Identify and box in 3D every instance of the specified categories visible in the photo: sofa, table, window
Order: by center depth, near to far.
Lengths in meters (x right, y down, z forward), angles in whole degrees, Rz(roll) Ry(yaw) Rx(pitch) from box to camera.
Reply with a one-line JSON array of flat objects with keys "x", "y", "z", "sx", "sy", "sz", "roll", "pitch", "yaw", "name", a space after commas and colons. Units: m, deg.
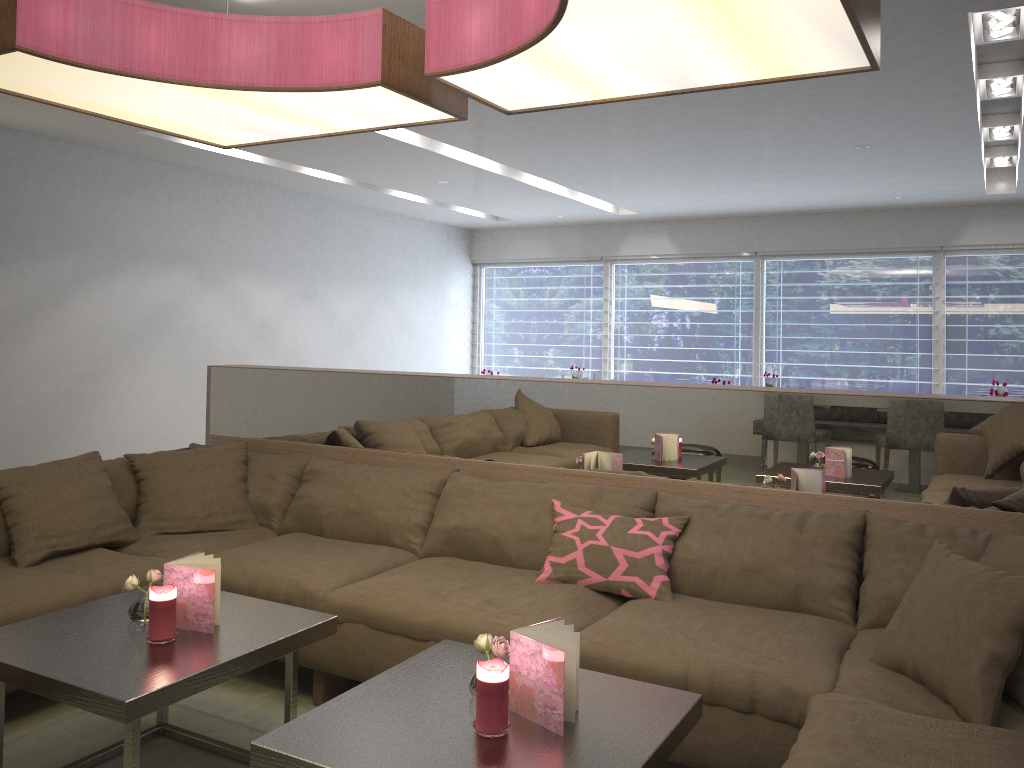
[{"x": -0.042, "y": 0.869, "z": 1.757, "sx": 0.658, "sy": 0.412, "sz": 0.657, "roll": 2, "pitch": 2, "yaw": 29, "name": "table"}, {"x": -0.591, "y": 0.724, "z": 1.848, "sx": 3.768, "sy": 0.676, "sz": 3.179, "roll": 3, "pitch": 3, "yaw": 29, "name": "sofa"}, {"x": -0.918, "y": 0.827, "z": 2.242, "sx": 0.658, "sy": 0.412, "sz": 0.657, "roll": 2, "pitch": 2, "yaw": 29, "name": "table"}, {"x": 2.649, "y": -0.376, "z": 9.494, "sx": 7.106, "sy": 2.075, "sz": 0.158, "roll": 3, "pitch": -1, "yaw": 29, "name": "window"}]

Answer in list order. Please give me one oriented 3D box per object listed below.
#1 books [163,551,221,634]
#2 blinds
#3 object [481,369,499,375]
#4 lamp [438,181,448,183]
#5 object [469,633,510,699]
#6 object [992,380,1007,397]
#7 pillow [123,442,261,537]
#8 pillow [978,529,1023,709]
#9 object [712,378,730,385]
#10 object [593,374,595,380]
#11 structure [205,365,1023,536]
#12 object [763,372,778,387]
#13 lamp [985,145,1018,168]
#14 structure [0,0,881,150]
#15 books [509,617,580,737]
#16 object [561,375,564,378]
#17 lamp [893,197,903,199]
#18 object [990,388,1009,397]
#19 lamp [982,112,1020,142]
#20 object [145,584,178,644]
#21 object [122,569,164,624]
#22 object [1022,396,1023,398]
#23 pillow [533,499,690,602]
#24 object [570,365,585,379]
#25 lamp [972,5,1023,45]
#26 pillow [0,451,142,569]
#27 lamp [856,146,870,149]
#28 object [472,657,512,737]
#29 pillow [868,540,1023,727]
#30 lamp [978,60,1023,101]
[{"x": -0.825, "y": 0.545, "z": 2.277, "sx": 0.143, "sy": 0.164, "sz": 0.258, "roll": 1, "pitch": 2, "yaw": -7, "name": "books"}, {"x": 2.590, "y": -0.399, "z": 9.408, "sx": 7.101, "sy": 2.046, "sz": 0.045, "roll": 3, "pitch": -1, "yaw": 29, "name": "blinds"}, {"x": -0.180, "y": 0.018, "z": 7.029, "sx": 0.104, "sy": 0.277, "sz": 0.154, "roll": 1, "pitch": -1, "yaw": 26, "name": "object"}, {"x": -0.598, "y": -1.749, "z": 7.656, "sx": 0.089, "sy": 0.007, "sz": 0.089, "roll": 0, "pitch": 3, "yaw": -16, "name": "lamp"}, {"x": -0.045, "y": 0.592, "z": 1.864, "sx": 0.091, "sy": 0.132, "sz": 0.102, "roll": 1, "pitch": 0, "yaw": -6, "name": "object"}, {"x": 3.661, "y": 0.108, "z": 6.636, "sx": 0.104, "sy": 0.277, "sz": 0.154, "roll": 1, "pitch": -1, "yaw": 26, "name": "object"}, {"x": -1.258, "y": 0.423, "z": 3.493, "sx": 0.502, "sy": 0.357, "sz": 0.297, "roll": 0, "pitch": 1, "yaw": -29, "name": "pillow"}, {"x": 1.211, "y": 0.533, "z": 2.123, "sx": 0.291, "sy": 0.394, "sz": 0.526, "roll": 1, "pitch": 1, "yaw": -2, "name": "pillow"}, {"x": 1.445, "y": 0.095, "z": 6.129, "sx": 0.104, "sy": 0.277, "sz": 0.154, "roll": 1, "pitch": -1, "yaw": 26, "name": "object"}, {"x": 0.776, "y": 0.002, "z": 8.380, "sx": 0.052, "sy": 0.201, "sz": 0.052, "roll": 1, "pitch": -1, "yaw": -7, "name": "object"}, {"x": 0.254, "y": 0.491, "z": 3.349, "sx": 3.775, "sy": 1.009, "sz": 0.223, "roll": 3, "pitch": 0, "yaw": 29, "name": "structure"}, {"x": 2.180, "y": 0.037, "z": 7.456, "sx": 0.104, "sy": 0.277, "sz": 0.154, "roll": 1, "pitch": -1, "yaw": 26, "name": "object"}, {"x": 3.997, "y": -1.848, "z": 7.225, "sx": 0.227, "sy": 0.101, "sz": 0.488, "roll": 2, "pitch": 3, "yaw": 29, "name": "lamp"}, {"x": -0.668, "y": -1.148, "z": 1.885, "sx": 2.443, "sy": 0.619, "sz": 2.446, "roll": 3, "pitch": 3, "yaw": 29, "name": "structure"}, {"x": 0.100, "y": 0.588, "z": 1.786, "sx": 0.143, "sy": 0.165, "sz": 0.157, "roll": 1, "pitch": 1, "yaw": -41, "name": "books"}, {"x": 0.450, "y": 0.022, "z": 7.897, "sx": 0.052, "sy": 0.201, "sz": 0.052, "roll": 1, "pitch": -1, "yaw": -7, "name": "object"}, {"x": 3.515, "y": -1.696, "z": 8.049, "sx": 0.089, "sy": 0.007, "sz": 0.089, "roll": 0, "pitch": 3, "yaw": -16, "name": "lamp"}, {"x": 2.925, "y": 0.165, "z": 5.309, "sx": 0.104, "sy": 0.277, "sz": 0.154, "roll": 1, "pitch": -1, "yaw": 26, "name": "object"}, {"x": 3.458, "y": -1.805, "z": 6.252, "sx": 0.227, "sy": 0.101, "sz": 0.488, "roll": 2, "pitch": 3, "yaw": 29, "name": "lamp"}, {"x": -0.857, "y": 0.562, "z": 2.169, "sx": 0.075, "sy": 0.128, "sz": 0.075, "roll": 1, "pitch": 0, "yaw": 1, "name": "object"}, {"x": -0.959, "y": 0.553, "z": 2.315, "sx": 0.100, "sy": 0.129, "sz": 0.095, "roll": 1, "pitch": 0, "yaw": 12, "name": "object"}, {"x": 4.025, "y": 0.167, "z": 6.926, "sx": 0.053, "sy": 0.139, "sz": 0.053, "roll": 1, "pitch": -1, "yaw": -19, "name": "object"}, {"x": 0.308, "y": 0.519, "z": 2.758, "sx": 0.464, "sy": 0.253, "sz": 0.180, "roll": 2, "pitch": 0, "yaw": 25, "name": "pillow"}, {"x": 0.610, "y": -0.037, "z": 8.326, "sx": 0.104, "sy": 0.277, "sz": 0.154, "roll": 1, "pitch": -1, "yaw": 26, "name": "object"}, {"x": 2.294, "y": -1.714, "z": 4.150, "sx": 0.227, "sy": 0.101, "sz": 0.488, "roll": 2, "pitch": 3, "yaw": 29, "name": "lamp"}, {"x": -1.589, "y": 0.435, "z": 3.121, "sx": 0.312, "sy": 0.339, "sz": 0.494, "roll": 1, "pitch": 2, "yaw": 23, "name": "pillow"}, {"x": 2.383, "y": -1.607, "z": 6.005, "sx": 0.089, "sy": 0.007, "sz": 0.089, "roll": 0, "pitch": 3, "yaw": -16, "name": "lamp"}, {"x": -0.038, "y": 0.602, "z": 1.703, "sx": 0.075, "sy": 0.128, "sz": 0.075, "roll": 1, "pitch": 0, "yaw": 1, "name": "object"}, {"x": 1.026, "y": 0.564, "z": 2.020, "sx": 0.235, "sy": 0.323, "sz": 0.380, "roll": 1, "pitch": 1, "yaw": -16, "name": "pillow"}, {"x": 2.847, "y": -1.757, "z": 5.148, "sx": 0.227, "sy": 0.101, "sz": 0.488, "roll": 2, "pitch": 3, "yaw": 29, "name": "lamp"}]
